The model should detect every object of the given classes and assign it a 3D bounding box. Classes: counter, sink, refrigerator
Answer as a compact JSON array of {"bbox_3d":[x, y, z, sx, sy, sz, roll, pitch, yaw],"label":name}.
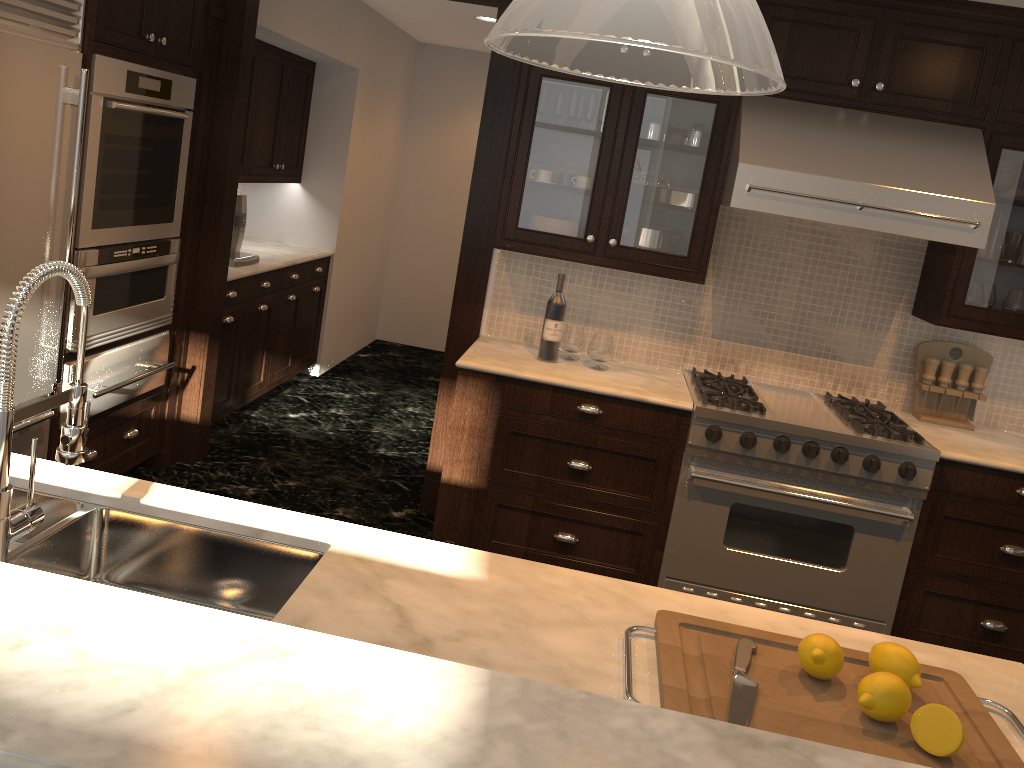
[{"bbox_3d":[1.364,0.349,2.808,3.372,0.031,2.351,11,14,5],"label":"counter"},{"bbox_3d":[-0.768,0.418,1.601,0.801,0.209,0.465,11,13,5],"label":"sink"},{"bbox_3d":[-1.701,-0.773,5.304,0.710,0.031,1.884,11,14,5],"label":"counter"},{"bbox_3d":[-1.815,0.422,2.869,0.147,0.563,0.916,10,12,4],"label":"refrigerator"},{"bbox_3d":[-0.465,0.406,1.341,2.872,0.031,1.070,11,14,5],"label":"counter"},{"bbox_3d":[-0.472,0.311,0.956,2.858,0.031,0.333,11,14,5],"label":"counter"},{"bbox_3d":[-1.955,-0.367,2.782,0.688,2.092,0.902,10,9,5],"label":"refrigerator"}]

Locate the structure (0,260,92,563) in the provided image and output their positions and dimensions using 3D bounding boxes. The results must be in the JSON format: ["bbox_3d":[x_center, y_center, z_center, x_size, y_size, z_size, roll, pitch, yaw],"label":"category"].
[{"bbox_3d":[-0.727,0.069,1.366,0.051,0.523,0.247,10,10,4],"label":"structure"}]

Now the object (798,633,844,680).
[{"bbox_3d":[0.521,0.459,1.489,0.079,0.073,0.084,8,12,-7],"label":"object"}]

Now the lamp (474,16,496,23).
[{"bbox_3d":[-0.141,-2.416,5.693,0.198,0.135,0.200,12,12,10],"label":"lamp"}]

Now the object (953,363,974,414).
[{"bbox_3d":[1.917,0.021,3.774,0.061,0.223,0.062,5,10,-25],"label":"object"}]

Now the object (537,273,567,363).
[{"bbox_3d":[0.180,-0.282,3.721,0.095,0.372,0.095,13,9,20],"label":"object"}]

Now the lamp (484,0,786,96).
[{"bbox_3d":[0.190,-0.710,0.877,0.319,0.772,0.320,13,10,19],"label":"lamp"}]

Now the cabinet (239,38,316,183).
[{"bbox_3d":[-1.698,-1.624,5.190,0.433,0.814,1.885,10,13,4],"label":"cabinet"}]

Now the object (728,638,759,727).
[{"bbox_3d":[0.369,0.486,1.400,0.042,0.014,0.334,13,14,15],"label":"object"}]

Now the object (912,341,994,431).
[{"bbox_3d":[1.886,0.000,3.786,0.316,0.344,0.112,10,9,5],"label":"object"}]

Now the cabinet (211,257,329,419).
[{"bbox_3d":[-1.442,-0.336,5.331,0.057,0.735,1.819,10,13,4],"label":"cabinet"}]

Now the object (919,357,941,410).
[{"bbox_3d":[1.782,-0.003,3.787,0.061,0.225,0.062,7,9,-13],"label":"object"}]

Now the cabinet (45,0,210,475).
[{"bbox_3d":[-1.862,-0.695,3.151,0.758,2.388,1.869,10,11,5],"label":"cabinet"}]

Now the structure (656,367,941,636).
[{"bbox_3d":[1.115,0.471,3.688,0.907,0.826,0.729,11,11,5],"label":"structure"}]

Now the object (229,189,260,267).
[{"bbox_3d":[-1.662,-0.900,4.956,0.448,0.400,0.349,11,11,5],"label":"object"}]

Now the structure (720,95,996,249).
[{"bbox_3d":[1.344,-0.870,3.509,0.932,0.471,0.649,11,12,5],"label":"structure"}]

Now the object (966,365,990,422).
[{"bbox_3d":[1.981,0.039,3.769,0.061,0.234,0.062,4,10,-31],"label":"object"}]

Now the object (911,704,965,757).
[{"bbox_3d":[0.645,0.520,1.328,0.063,0.068,0.075,3,13,-32],"label":"object"}]

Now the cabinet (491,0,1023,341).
[{"bbox_3d":[1.541,-0.684,2.654,3.371,1.237,2.343,11,13,5],"label":"cabinet"}]

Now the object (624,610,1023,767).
[{"bbox_3d":[0.512,0.519,1.427,0.668,0.021,0.391,11,14,5],"label":"object"}]

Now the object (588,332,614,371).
[{"bbox_3d":[0.375,-0.136,3.732,0.112,0.149,0.114,9,10,-3],"label":"object"}]

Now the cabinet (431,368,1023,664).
[{"bbox_3d":[1.290,0.788,2.875,3.372,0.868,2.351,11,13,5],"label":"cabinet"}]

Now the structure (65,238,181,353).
[{"bbox_3d":[-1.876,-0.441,3.669,0.666,0.383,0.774,11,13,5],"label":"structure"}]

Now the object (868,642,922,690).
[{"bbox_3d":[0.647,0.477,1.493,0.083,0.071,0.082,14,12,20],"label":"object"}]

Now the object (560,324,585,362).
[{"bbox_3d":[0.261,-0.179,3.830,0.112,0.149,0.114,9,10,-3],"label":"object"}]

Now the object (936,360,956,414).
[{"bbox_3d":[1.846,0.013,3.782,0.061,0.234,0.062,5,10,-25],"label":"object"}]

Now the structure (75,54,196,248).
[{"bbox_3d":[-1.741,-0.967,3.583,0.614,0.691,0.769,10,11,5],"label":"structure"}]

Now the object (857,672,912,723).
[{"bbox_3d":[0.586,0.492,1.391,0.081,0.071,0.083,13,12,15],"label":"object"}]
